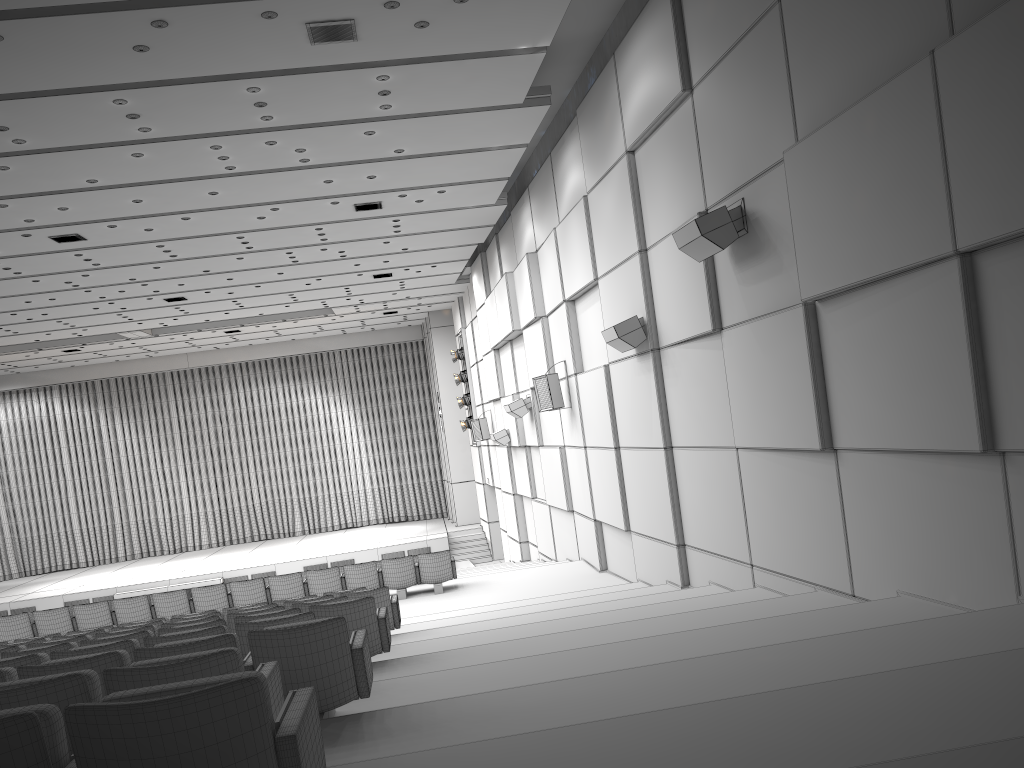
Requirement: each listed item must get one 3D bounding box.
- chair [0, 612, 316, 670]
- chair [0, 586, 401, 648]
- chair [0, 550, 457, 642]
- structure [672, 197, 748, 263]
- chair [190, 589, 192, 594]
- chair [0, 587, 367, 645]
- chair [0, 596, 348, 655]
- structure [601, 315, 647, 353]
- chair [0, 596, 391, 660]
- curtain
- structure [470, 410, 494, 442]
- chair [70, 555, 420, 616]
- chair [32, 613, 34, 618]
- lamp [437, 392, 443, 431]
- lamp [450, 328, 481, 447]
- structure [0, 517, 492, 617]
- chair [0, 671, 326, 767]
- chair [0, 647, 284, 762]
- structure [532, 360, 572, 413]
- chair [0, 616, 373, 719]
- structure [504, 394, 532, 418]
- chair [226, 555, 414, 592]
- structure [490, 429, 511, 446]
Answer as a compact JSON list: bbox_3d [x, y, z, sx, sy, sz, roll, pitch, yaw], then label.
[{"bbox_3d":[-7.667,2.573,5.062,13.187,0.622,0.612,-7,0,-6],"label":"chair"},{"bbox_3d":[-7.936,3.209,8.357,13.736,0.622,0.612,-7,0,-6],"label":"chair"},{"bbox_3d":[-4.110,3.209,13.114,6.594,0.622,0.612,-7,0,-6],"label":"chair"},{"bbox_3d":[1.673,-1.287,7.473,0.470,0.418,0.521,-7,-1,-10],"label":"structure"},{"bbox_3d":[-4.389,3.846,16.408,6.044,0.622,0.612,-7,0,-6],"label":"chair"},{"bbox_3d":[-8.061,3.425,9.452,13.187,0.622,0.612,-7,0,-6],"label":"chair"},{"bbox_3d":[-7.864,2.999,7.257,13.187,0.622,0.612,-7,0,-6],"label":"chair"},{"bbox_3d":[1.306,-0.586,9.979,0.470,0.417,0.521,-8,-1,-9],"label":"structure"},{"bbox_3d":[-7.739,2.783,6.162,13.736,0.622,0.612,-7,0,-6],"label":"chair"},{"bbox_3d":[-10.257,2.361,30.119,16.114,6.527,1.429,-7,1,-6],"label":"curtain"},{"bbox_3d":[-0.724,1.037,21.901,0.411,0.745,0.408,-7,1,41],"label":"structure"},{"bbox_3d":[-4.191,3.420,14.213,6.044,0.622,0.612,-7,0,-6],"label":"chair"},{"bbox_3d":[-12.444,5.288,17.766,6.044,0.622,0.612,-7,0,-6],"label":"chair"},{"bbox_3d":[-2.072,0.870,27.550,0.436,1.479,0.385,-8,1,-10],"label":"lamp"},{"bbox_3d":[-1.232,0.122,25.059,0.754,3.343,1.022,-8,1,-11],"label":"lamp"},{"bbox_3d":[-9.384,5.829,27.100,17.802,0.846,8.326,-7,-2,-6],"label":"structure"},{"bbox_3d":[-7.344,1.930,1.772,13.736,0.622,0.612,-7,0,-6],"label":"chair"},{"bbox_3d":[-7.469,2.147,2.866,13.187,0.622,0.612,-7,0,-6],"label":"chair"},{"bbox_3d":[0.615,0.039,13.608,0.411,0.745,0.408,-7,1,41],"label":"structure"},{"bbox_3d":[-7.542,2.356,3.967,13.736,0.622,0.612,-7,0,-6],"label":"chair"},{"bbox_3d":[0.120,0.433,16.661,0.470,0.417,0.521,-7,-1,-11],"label":"structure"},{"bbox_3d":[-4.307,3.635,15.309,6.593,0.622,0.612,-7,0,-6],"label":"chair"},{"bbox_3d":[-0.211,1.130,19.177,0.470,0.417,0.521,-8,-1,-9],"label":"structure"}]
